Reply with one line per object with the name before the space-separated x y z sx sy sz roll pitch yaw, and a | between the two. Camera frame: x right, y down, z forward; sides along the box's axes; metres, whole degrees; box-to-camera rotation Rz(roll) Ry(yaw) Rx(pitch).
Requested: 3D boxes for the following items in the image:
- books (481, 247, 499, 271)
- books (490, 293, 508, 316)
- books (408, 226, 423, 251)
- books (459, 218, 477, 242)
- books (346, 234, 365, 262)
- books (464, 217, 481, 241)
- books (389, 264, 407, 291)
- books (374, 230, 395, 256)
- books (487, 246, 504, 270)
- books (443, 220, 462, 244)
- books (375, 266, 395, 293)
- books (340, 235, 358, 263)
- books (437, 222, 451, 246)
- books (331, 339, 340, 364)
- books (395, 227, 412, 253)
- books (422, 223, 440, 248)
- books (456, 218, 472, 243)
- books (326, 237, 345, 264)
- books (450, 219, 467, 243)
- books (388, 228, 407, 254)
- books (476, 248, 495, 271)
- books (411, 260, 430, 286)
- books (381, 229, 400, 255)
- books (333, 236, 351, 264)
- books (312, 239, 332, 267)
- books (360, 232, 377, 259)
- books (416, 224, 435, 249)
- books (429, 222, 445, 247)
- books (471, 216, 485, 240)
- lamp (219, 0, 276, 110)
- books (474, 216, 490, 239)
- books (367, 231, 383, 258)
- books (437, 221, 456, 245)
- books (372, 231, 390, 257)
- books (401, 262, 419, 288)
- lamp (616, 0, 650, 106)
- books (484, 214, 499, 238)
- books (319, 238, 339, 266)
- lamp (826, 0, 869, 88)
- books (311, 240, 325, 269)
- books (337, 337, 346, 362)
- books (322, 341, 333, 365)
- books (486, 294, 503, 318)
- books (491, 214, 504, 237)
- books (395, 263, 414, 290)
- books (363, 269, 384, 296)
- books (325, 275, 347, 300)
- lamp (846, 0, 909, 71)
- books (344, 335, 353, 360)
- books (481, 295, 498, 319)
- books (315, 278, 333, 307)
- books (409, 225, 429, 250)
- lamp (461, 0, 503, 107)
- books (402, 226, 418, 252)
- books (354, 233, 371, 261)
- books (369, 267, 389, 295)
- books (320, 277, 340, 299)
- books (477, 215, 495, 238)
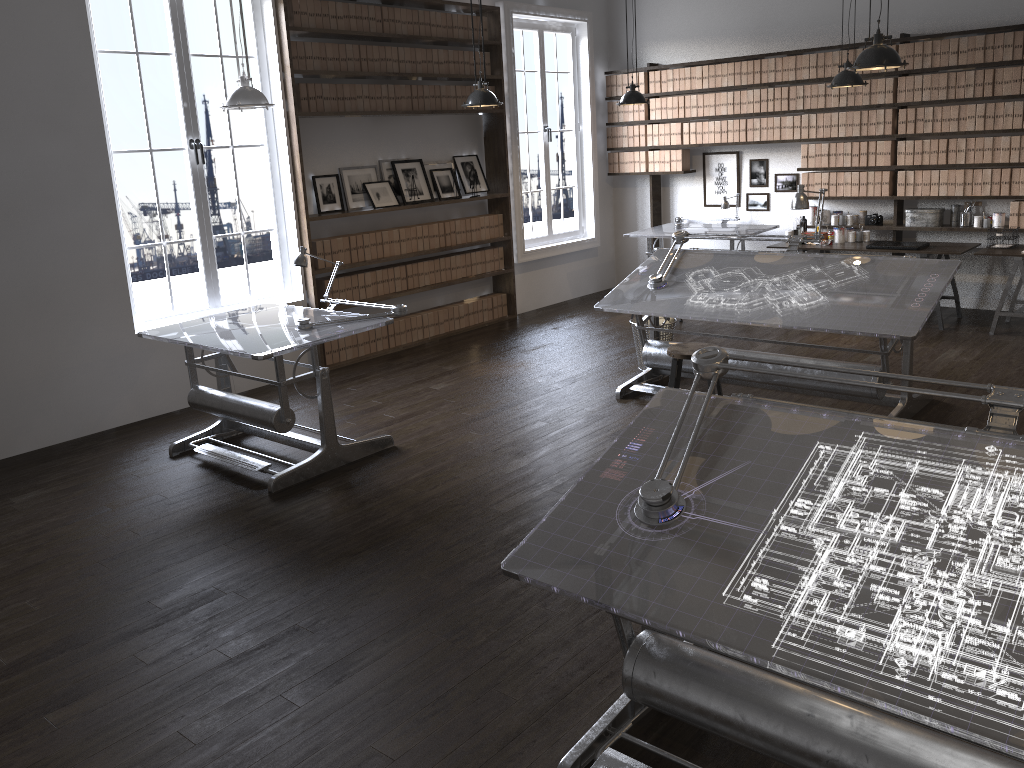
books | -0.218 -1.256 8.872 0.175 0.223 0.067 8 17 40
books | -0.137 -0.811 9.034 0.175 0.223 0.067 8 17 40
books | -0.895 -1.322 8.046 0.175 0.223 0.067 8 17 40
books | -0.433 -1.492 8.570 0.175 0.223 0.067 8 17 40
books | -1.345 -1.158 7.538 0.175 0.223 0.067 8 17 40
books | -0.393 -1.508 8.622 0.175 0.223 0.067 8 17 40
books | -1.032 -0.956 7.944 0.175 0.223 0.067 8 17 40
books | -1.119 -1.240 7.793 0.175 0.223 0.067 8 17 40
books | -0.170 -1.272 8.921 0.175 0.223 0.067 8 17 40
books | -0.569 -1.442 8.417 0.175 0.223 0.067 8 17 40
books | -1.124 -0.922 7.839 0.175 0.223 0.067 8 17 40
books | -1.389 -1.139 7.479 0.175 0.223 0.067 8 17 40
books | -0.663 -1.407 8.308 0.175 0.223 0.067 8 17 40
books | -1.539 -0.294 7.436 0.175 0.223 0.067 8 17 40
books | -0.987 -1.289 7.944 0.175 0.223 0.067 8 17 40
books | -0.762 -1.372 8.200 0.175 0.223 0.067 8 17 40
books | -0.481 -1.476 8.524 0.175 0.223 0.067 8 17 40
books | -1.482 -1.107 7.378 0.175 0.223 0.067 8 17 40
books | -0.526 -1.460 8.472 0.175 0.223 0.067 8 17 40
books | -1.030 -1.272 7.890 0.175 0.223 0.067 8 17 40
books | -0.264 -1.239 8.820 0.175 0.223 0.067 8 17 40
books | -0.844 -1.024 8.153 0.175 0.223 0.067 8 17 40
books | -1.078 -1.255 7.838 0.175 0.223 0.067 8 17 40
books | -1.441 -1.122 7.428 0.175 0.223 0.067 8 17 40
books | -1.566 -1.074 7.275 0.175 0.223 0.067 8 17 40
books | -1.253 -1.192 7.642 0.175 0.223 0.067 8 17 40
books | -0.799 -1.356 8.151 0.175 0.223 0.067 8 17 40
books | -0.715 -1.390 8.257 0.175 0.223 0.067 8 17 40
books | -0.351 -1.523 8.667 0.175 0.223 0.067 8 17 40
lamp | -1.584 -2.672 4.856 0.311 2.228 0.316 1 13 20
books | -0.307 -1.539 8.715 0.175 0.223 0.067 8 17 40
books | -1.207 -1.209 7.694 0.175 0.223 0.067 8 17 40
books | -0.618 -1.426 8.367 0.175 0.223 0.067 8 17 40
books | -1.159 -1.224 7.740 0.175 0.223 0.067 8 17 40
books | -0.936 -0.991 8.053 0.175 0.223 0.067 8 17 40
lamp | 1.044 -3.641 7.856 0.311 2.228 0.316 1 13 20
books | -0.221 -1.573 8.822 0.175 0.223 0.067 8 17 40
books | -1.519 -1.091 7.329 0.175 0.223 0.067 8 17 40
lamp | 2.530 -3.387 6.611 0.311 2.228 0.316 1 13 20
books | -1.615 -1.057 7.224 0.175 0.223 0.067 8 17 40
books | -1.490 -0.310 7.485 0.175 0.223 0.067 8 17 40
books | -1.585 -0.278 7.386 0.175 0.223 0.067 8 17 40
books | -0.188 -0.793 8.980 0.175 0.223 0.067 8 17 40
books | -0.174 -1.587 8.866 0.175 0.223 0.067 8 17 40
books | -0.980 -0.973 7.995 0.175 0.223 0.067 8 17 40
books | -1.208 -0.888 7.733 0.175 0.223 0.067 8 17 40
books | -1.477 -0.791 7.431 0.175 0.223 0.067 8 17 40
lamp | 1.897 -2.778 4.509 0.314 2.228 0.313 -10 14 -28
books | -1.445 -0.328 7.540 0.175 0.223 0.067 8 17 40
books | -0.232 -0.775 8.922 0.175 0.223 0.067 8 17 40
books | -1.568 -0.756 7.322 0.175 0.223 0.067 8 17 40
books | -0.846 -1.339 8.097 0.175 0.223 0.067 8 17 40
lamp | -0.285 -3.153 6.345 0.311 2.228 0.316 1 13 20
books | -0.943 -1.306 7.997 0.175 0.223 0.067 8 17 40
books | -1.295 -1.174 7.587 0.175 0.223 0.067 8 17 40
books | -1.169 -0.905 7.786 0.175 0.223 0.067 8 17 40
books | -1.521 -0.773 7.376 0.175 0.223 0.067 8 17 40
books | -0.264 -1.556 8.769 0.175 0.223 0.067 8 17 40
